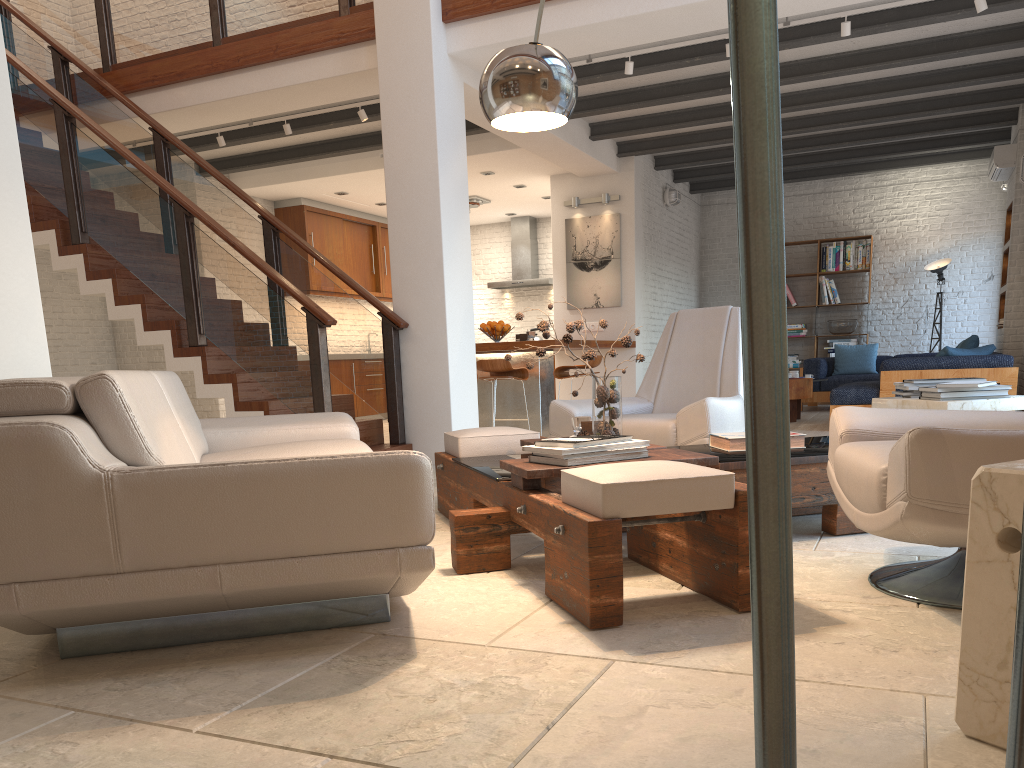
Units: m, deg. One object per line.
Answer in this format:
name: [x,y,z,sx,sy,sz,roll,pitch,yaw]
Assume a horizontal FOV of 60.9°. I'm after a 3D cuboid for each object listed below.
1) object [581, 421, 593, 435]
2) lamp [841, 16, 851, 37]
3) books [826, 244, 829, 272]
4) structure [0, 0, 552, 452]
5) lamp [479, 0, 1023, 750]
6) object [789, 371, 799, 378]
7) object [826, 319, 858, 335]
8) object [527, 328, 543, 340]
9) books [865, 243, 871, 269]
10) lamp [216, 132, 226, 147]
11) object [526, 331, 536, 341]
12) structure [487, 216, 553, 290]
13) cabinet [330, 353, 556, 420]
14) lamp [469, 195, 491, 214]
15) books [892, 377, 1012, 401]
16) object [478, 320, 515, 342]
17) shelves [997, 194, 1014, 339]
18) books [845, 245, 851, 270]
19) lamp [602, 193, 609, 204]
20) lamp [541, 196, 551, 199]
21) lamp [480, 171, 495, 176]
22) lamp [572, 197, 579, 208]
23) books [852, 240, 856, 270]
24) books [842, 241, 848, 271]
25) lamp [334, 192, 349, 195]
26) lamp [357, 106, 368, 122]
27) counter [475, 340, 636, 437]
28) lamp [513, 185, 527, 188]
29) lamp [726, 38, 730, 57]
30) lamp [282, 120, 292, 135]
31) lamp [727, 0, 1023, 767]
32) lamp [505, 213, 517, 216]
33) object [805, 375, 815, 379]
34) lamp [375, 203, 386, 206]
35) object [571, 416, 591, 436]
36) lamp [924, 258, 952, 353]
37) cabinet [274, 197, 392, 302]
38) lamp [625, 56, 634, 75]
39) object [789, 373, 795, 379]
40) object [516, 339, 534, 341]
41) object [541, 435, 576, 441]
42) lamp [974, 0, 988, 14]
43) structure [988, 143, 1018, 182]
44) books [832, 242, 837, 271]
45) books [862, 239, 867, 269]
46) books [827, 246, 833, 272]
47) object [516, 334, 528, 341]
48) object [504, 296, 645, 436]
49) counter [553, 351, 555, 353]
object: [0.356,0.206,3.791,0.094,0.084,0.112,-3,5,-4]
lamp: [2.183,-2.336,5.701,0.060,0.124,0.084,3,10,26]
books: [4.281,-1.690,11.811,0.020,0.368,0.265,3,10,25]
structure: [-0.973,-1.500,6.943,10.142,4.240,13.573,-1,3,25]
lamp: [0.486,-0.512,2.162,0.316,2.410,1.997,-9,10,-29]
object: [3.184,-0.093,9.849,0.107,0.111,0.106,3,9,40]
object: [4.511,-0.772,11.916,0.398,0.206,0.397,-4,4,-24]
object: [0.356,-0.689,12.905,0.258,0.282,0.260,-9,10,-44]
books: [4.750,-1.688,11.611,0.055,0.338,0.248,3,9,25]
lamp: [-2.626,-2.200,7.868,0.060,0.132,0.084,3,10,26]
object: [0.182,-0.458,8.352,0.090,0.087,0.089,3,8,39]
structure: [0.158,-1.949,12.897,0.984,1.019,0.445,1,10,24]
cabinet: [-0.731,-0.967,12.364,4.771,2.909,2.213,-3,8,-11]
lamp: [-0.569,-2.298,11.310,0.450,0.174,0.441,-1,3,25]
books: [2.013,0.022,3.972,0.389,0.081,0.556,-2,2,9]
object: [-0.151,-0.509,8.577,0.365,0.227,0.356,-3,4,-10]
shelves: [5.313,-1.210,9.207,0.191,1.465,0.748,3,11,25]
books: [4.511,-1.681,11.685,0.055,0.338,0.248,3,9,25]
lamp: [1.042,-2.063,9.713,0.079,0.107,0.078,-8,10,-37]
lamp: [0.462,-2.437,11.312,0.123,0.056,0.121,-1,4,25]
lamp: [-0.272,-2.369,9.727,0.123,0.056,0.121,-1,4,25]
lamp: [0.718,-2.054,9.859,0.079,0.107,0.078,-8,10,-37]
books: [4.584,-1.712,11.677,0.036,0.393,0.238,3,10,25]
books: [4.474,-1.708,11.712,0.036,0.393,0.238,3,10,25]
lamp: [-2.062,-2.320,10.534,0.123,0.056,0.121,-1,4,25]
lamp: [-1.240,-2.238,7.236,0.087,0.132,0.058,-4,10,-15]
counter: [0.152,0.044,9.300,1.684,0.942,2.445,0,3,25]
lamp: [0.095,-2.403,10.520,0.123,0.056,0.121,-1,4,25]
lamp: [1.506,-2.313,6.008,0.060,0.132,0.084,3,10,26]
lamp: [-1.948,-2.219,7.563,0.060,0.132,0.084,3,10,26]
lamp: [0.206,-0.183,0.192,0.418,1.869,0.193,-3,11,-5]
lamp: [-0.017,-2.448,12.484,0.123,0.056,0.121,-1,4,25]
object: [3.382,-0.077,9.966,0.155,0.058,0.265,-1,2,17]
lamp: [-1.695,-2.354,11.326,0.123,0.056,0.121,-1,4,25]
object: [0.311,0.191,3.924,0.091,0.087,0.089,-4,7,-16]
lamp: [5.552,-0.671,11.065,0.506,1.894,0.843,-3,10,-3]
cabinet: [-2.056,-1.762,12.380,0.460,1.189,3.274,3,4,25]
lamp: [0.847,-2.295,6.302,0.059,0.132,0.084,-3,9,-6]
object: [3.038,-0.090,9.589,0.146,0.057,0.171,-2,3,14]
object: [0.201,-0.423,8.388,0.395,0.035,0.194,-1,2,28]
object: [0.263,0.232,3.865,0.271,0.035,0.243,-2,2,-3]
lamp: [2.892,-2.350,5.376,0.087,0.132,0.058,-4,10,-15]
structure: [5.096,-2.291,9.072,0.200,0.224,0.798,1,3,25]
books: [4.353,-1.705,11.762,0.036,0.393,0.238,3,10,25]
books: [4.698,-1.714,11.611,0.036,0.393,0.238,3,10,25]
books: [4.310,-1.676,11.783,0.055,0.338,0.248,3,9,25]
object: [0.100,-0.445,8.473,0.093,0.084,0.112,-4,6,-20]
object: [0.243,-0.048,3.505,0.542,0.623,0.308,-3,10,-4]
counter: [-0.610,-0.426,12.035,3.518,0.072,3.266,-2,2,25]
